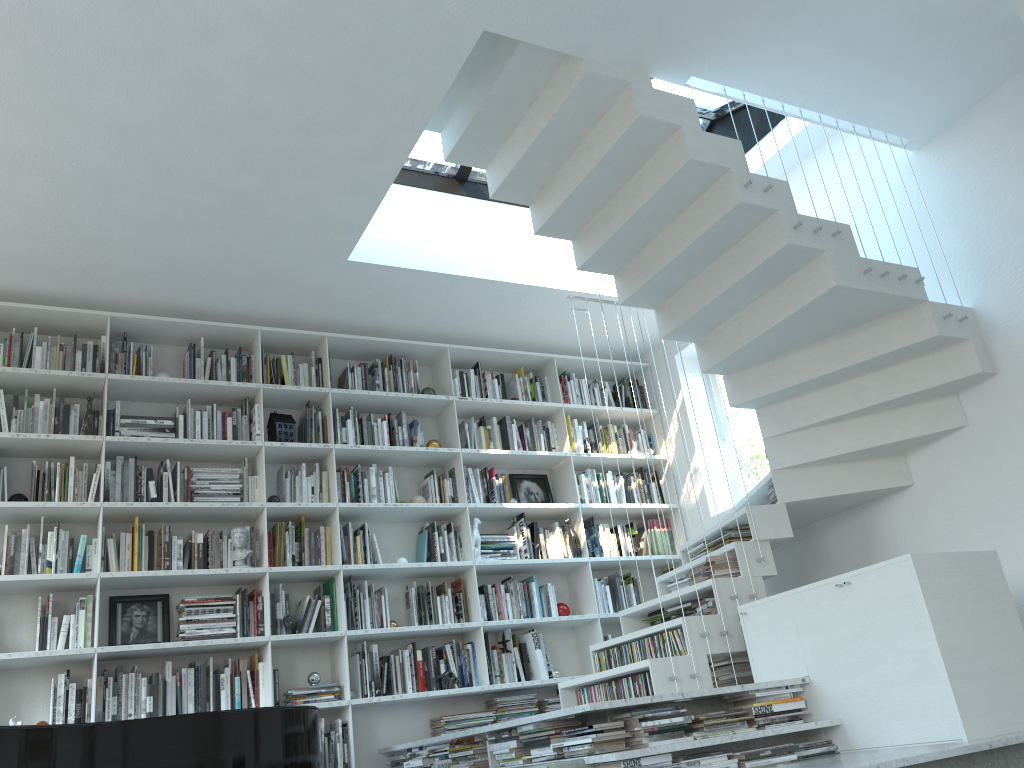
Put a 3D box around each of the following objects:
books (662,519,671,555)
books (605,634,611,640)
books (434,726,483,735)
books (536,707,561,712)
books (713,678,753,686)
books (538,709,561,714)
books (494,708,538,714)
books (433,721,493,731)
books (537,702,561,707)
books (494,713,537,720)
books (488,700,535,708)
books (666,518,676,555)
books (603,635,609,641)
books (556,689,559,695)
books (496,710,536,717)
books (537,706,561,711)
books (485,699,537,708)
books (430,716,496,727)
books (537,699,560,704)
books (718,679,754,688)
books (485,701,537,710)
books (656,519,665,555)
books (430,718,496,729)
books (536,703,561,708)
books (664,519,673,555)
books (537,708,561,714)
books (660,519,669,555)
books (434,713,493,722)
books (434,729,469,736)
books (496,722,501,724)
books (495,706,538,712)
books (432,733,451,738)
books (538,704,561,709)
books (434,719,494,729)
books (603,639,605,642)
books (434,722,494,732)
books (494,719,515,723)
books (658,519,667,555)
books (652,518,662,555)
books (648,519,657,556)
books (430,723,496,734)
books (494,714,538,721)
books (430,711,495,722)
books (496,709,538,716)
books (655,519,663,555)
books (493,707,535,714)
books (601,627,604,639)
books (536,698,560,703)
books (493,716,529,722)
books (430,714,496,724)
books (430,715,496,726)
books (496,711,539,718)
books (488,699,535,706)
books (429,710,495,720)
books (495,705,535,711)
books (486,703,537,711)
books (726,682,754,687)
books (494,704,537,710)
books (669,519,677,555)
[{"bbox_3d":[1.073,1.140,6.415,0.018,0.292,0.170,4,-25,-28],"label":"books"},{"bbox_3d":[0.608,1.759,5.750,0.030,0.237,0.152,4,-25,-28],"label":"books"},{"bbox_3d":[-0.288,2.037,5.219,0.308,0.008,0.196,3,-25,-26],"label":"books"},{"bbox_3d":[0.329,2.033,5.568,0.328,0.008,0.208,6,-26,-31],"label":"books"},{"bbox_3d":[1.403,1.836,5.477,0.262,0.006,0.185,4,-25,-27],"label":"books"},{"bbox_3d":[0.328,2.049,5.567,0.328,0.008,0.208,4,-25,-27],"label":"books"},{"bbox_3d":[-0.002,2.001,5.405,0.285,0.007,0.160,4,-26,-28],"label":"books"},{"bbox_3d":[-0.292,2.019,5.232,0.308,0.008,0.196,4,-26,-28],"label":"books"},{"bbox_3d":[0.323,2.006,5.582,0.328,0.008,0.208,3,-25,-26],"label":"books"},{"bbox_3d":[0.003,2.025,5.393,0.254,0.007,0.161,4,-25,-27],"label":"books"},{"bbox_3d":[-0.004,1.957,5.414,0.254,0.005,0.161,2,-25,-24],"label":"books"},{"bbox_3d":[1.107,1.140,6.428,0.018,0.292,0.170,4,-25,-28],"label":"books"},{"bbox_3d":[0.590,1.759,5.737,0.014,0.232,0.184,4,-25,-28],"label":"books"},{"bbox_3d":[0.434,1.930,5.634,0.204,0.035,0.268,4,-25,-27],"label":"books"},{"bbox_3d":[0.001,2.012,5.398,0.254,0.007,0.161,4,-25,-27],"label":"books"},{"bbox_3d":[0.327,2.027,5.574,0.328,0.008,0.208,3,-25,-26],"label":"books"},{"bbox_3d":[-0.006,1.953,5.418,0.285,0.005,0.160,6,-26,-31],"label":"books"},{"bbox_3d":[-0.291,1.996,5.238,0.346,0.007,0.194,3,-25,-26],"label":"books"},{"bbox_3d":[0.325,1.988,5.581,0.368,0.007,0.206,7,-27,-32],"label":"books"},{"bbox_3d":[1.410,1.841,5.462,0.232,0.017,0.163,4,-26,-28],"label":"books"},{"bbox_3d":[-0.006,1.961,5.411,0.285,0.005,0.160,6,-27,-32],"label":"books"},{"bbox_3d":[1.023,1.138,6.394,0.018,0.292,0.170,4,-25,-28],"label":"books"},{"bbox_3d":[-0.288,2.002,5.233,0.346,0.007,0.194,6,-26,-31],"label":"books"},{"bbox_3d":[0.328,2.010,5.573,0.328,0.008,0.208,2,-25,-23],"label":"books"},{"bbox_3d":[1.087,1.143,6.428,0.018,0.292,0.170,4,-25,-28],"label":"books"},{"bbox_3d":[0.330,2.040,5.565,0.368,0.007,0.206,3,-25,-25],"label":"books"},{"bbox_3d":[1.055,1.140,6.411,0.018,0.292,0.170,4,-25,-28],"label":"books"},{"bbox_3d":[-0.294,1.976,5.246,0.308,0.008,0.196,3,-25,-26],"label":"books"},{"bbox_3d":[-0.285,2.042,5.212,0.308,0.008,0.196,2,-25,-24],"label":"books"},{"bbox_3d":[0.010,2.048,5.377,0.254,0.007,0.161,6,-27,-32],"label":"books"},{"bbox_3d":[-0.004,1.988,5.404,0.285,0.005,0.160,5,-26,-30],"label":"books"},{"bbox_3d":[-0.282,2.047,5.206,0.346,0.007,0.194,2,-25,-23],"label":"books"},{"bbox_3d":[0.324,2.022,5.579,0.368,0.007,0.206,5,-26,-29],"label":"books"},{"bbox_3d":[-0.285,2.007,5.226,0.308,0.008,0.196,2,-25,-23],"label":"books"},{"bbox_3d":[0.560,1.768,5.722,0.031,0.213,0.165,4,-25,-28],"label":"books"},{"bbox_3d":[-0.285,2.020,5.219,0.308,0.008,0.195,7,-27,-32],"label":"books"},{"bbox_3d":[0.007,2.043,5.384,0.285,0.007,0.160,3,-25,-26],"label":"books"},{"bbox_3d":[1.041,1.137,6.399,0.018,0.292,0.170,4,-25,-28],"label":"books"},{"bbox_3d":[0.997,1.130,6.366,0.018,0.292,0.170,4,-25,-28],"label":"books"},{"bbox_3d":[0.969,1.134,6.365,0.033,0.292,0.170,4,-25,-28],"label":"books"},{"bbox_3d":[-0.288,2.030,5.222,0.346,0.007,0.194,5,-26,-30],"label":"books"},{"bbox_3d":[0.007,2.028,5.385,0.285,0.007,0.160,6,-27,-32],"label":"books"},{"bbox_3d":[-0.295,1.969,5.249,0.346,0.007,0.194,5,-26,-30],"label":"books"},{"bbox_3d":[0.000,2.006,5.401,0.285,0.007,0.160,4,-25,-27],"label":"books"},{"bbox_3d":[1.007,1.137,6.385,0.018,0.292,0.170,4,-25,-28],"label":"books"},{"bbox_3d":[-0.005,1.995,5.406,0.254,0.005,0.161,4,-26,-28],"label":"books"},{"bbox_3d":[0.566,1.739,5.758,0.011,0.292,0.145,4,-25,-28],"label":"books"},{"bbox_3d":[0.320,1.985,5.591,0.368,0.007,0.206,3,-25,-26],"label":"books"},{"bbox_3d":[0.007,2.035,5.382,0.254,0.007,0.161,6,-27,-32],"label":"books"},{"bbox_3d":[-0.293,1.983,5.243,0.346,0.007,0.194,3,-25,-26],"label":"books"},{"bbox_3d":[-0.288,1.986,5.234,0.346,0.007,0.194,7,-27,-32],"label":"books"},{"bbox_3d":[0.006,2.015,5.388,0.285,0.007,0.160,7,-27,-32],"label":"books"},{"bbox_3d":[-0.004,1.946,5.417,0.254,0.005,0.161,7,-27,-32],"label":"books"},{"bbox_3d":[-0.296,1.962,5.252,0.346,0.007,0.194,3,-25,-26],"label":"books"},{"bbox_3d":[-0.006,1.984,5.408,0.254,0.005,0.161,5,-26,-29],"label":"books"},{"bbox_3d":[-0.008,1.974,5.412,0.285,0.005,0.160,5,-26,-29],"label":"books"},{"bbox_3d":[1.413,1.862,5.454,0.179,0.029,0.153,6,-27,-32],"label":"books"},{"bbox_3d":[-0.007,1.979,5.410,0.285,0.005,0.160,4,-25,-27],"label":"books"},{"bbox_3d":[1.119,1.145,6.445,0.018,0.292,0.170,4,-25,-28],"label":"books"}]
